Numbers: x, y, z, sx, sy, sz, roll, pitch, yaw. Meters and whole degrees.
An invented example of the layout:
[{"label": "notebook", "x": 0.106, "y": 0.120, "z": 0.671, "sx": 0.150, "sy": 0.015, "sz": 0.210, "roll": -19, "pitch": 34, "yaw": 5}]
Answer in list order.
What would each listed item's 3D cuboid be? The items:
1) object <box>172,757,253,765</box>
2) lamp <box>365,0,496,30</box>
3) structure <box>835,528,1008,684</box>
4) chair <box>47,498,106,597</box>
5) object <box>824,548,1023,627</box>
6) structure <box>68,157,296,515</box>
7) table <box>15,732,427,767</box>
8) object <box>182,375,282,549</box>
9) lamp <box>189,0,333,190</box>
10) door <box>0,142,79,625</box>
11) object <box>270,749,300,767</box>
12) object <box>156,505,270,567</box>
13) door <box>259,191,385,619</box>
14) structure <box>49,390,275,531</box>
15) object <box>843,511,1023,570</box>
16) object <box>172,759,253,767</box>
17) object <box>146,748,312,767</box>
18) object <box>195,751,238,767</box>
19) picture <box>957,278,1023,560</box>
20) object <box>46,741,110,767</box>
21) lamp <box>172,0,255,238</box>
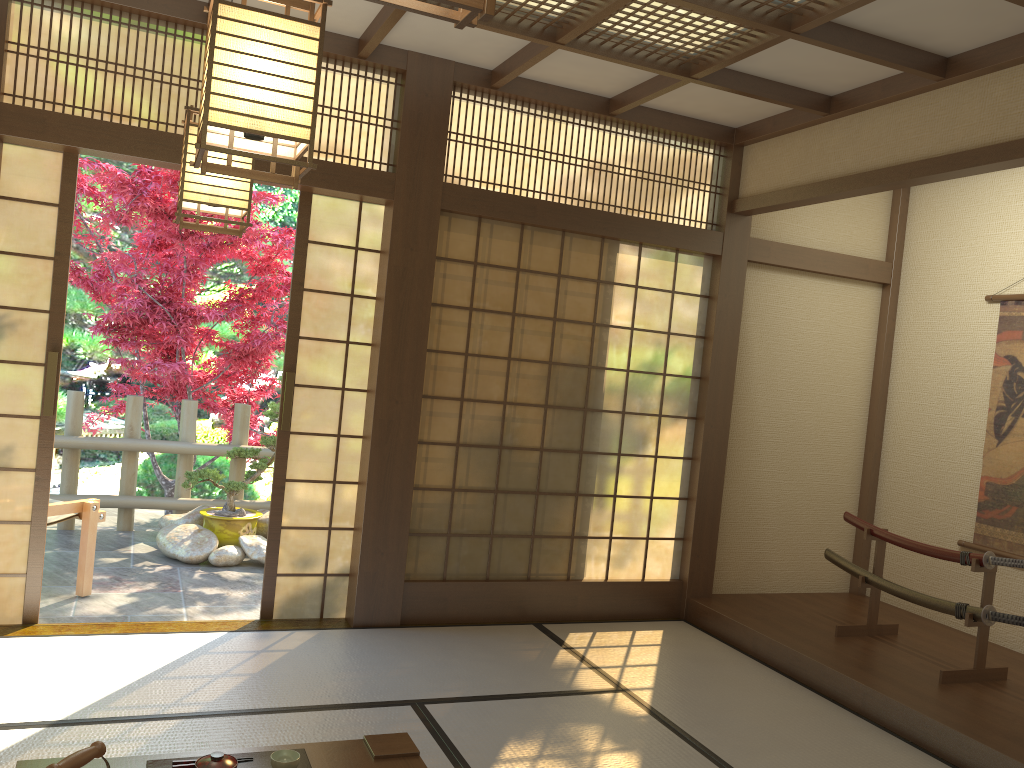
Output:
[{"label": "object", "x": -0.772, "y": 0.972, "z": 2.293, "sx": 0.200, "sy": 0.008, "sz": 0.008, "roll": 5, "pitch": 1, "yaw": -22}, {"label": "lamp", "x": -0.056, "y": -0.924, "z": 0.810, "sx": 0.240, "sy": 1.129, "sz": 0.240, "roll": 5, "pitch": 1, "yaw": -23}, {"label": "structure", "x": 2.144, "y": 1.127, "z": 4.627, "sx": 0.446, "sy": 0.604, "sz": 0.712, "roll": 5, "pitch": 1, "yaw": -23}, {"label": "chair", "x": -2.799, "y": 0.862, "z": 4.911, "sx": 0.698, "sy": 0.598, "sz": 0.704, "roll": 6, "pitch": 1, "yaw": 24}, {"label": "object", "x": 2.118, "y": 1.076, "z": 4.591, "sx": 0.100, "sy": 0.144, "sz": 1.369, "roll": 5, "pitch": 1, "yaw": -22}, {"label": "structure", "x": -3.039, "y": -0.786, "z": 7.484, "sx": 3.412, "sy": 4.004, "sz": 3.045, "roll": 6, "pitch": 1, "yaw": 10}, {"label": "table", "x": -0.588, "y": 1.176, "z": 1.929, "sx": 1.000, "sy": 0.350, "sz": 1.000, "roll": 5, "pitch": 1, "yaw": -23}, {"label": "object", "x": -1.824, "y": 0.546, "z": 6.489, "sx": 1.032, "sy": 1.362, "sz": 0.586, "roll": 6, "pitch": 1, "yaw": 3}, {"label": "lamp", "x": -0.504, "y": -0.994, "z": 1.883, "sx": 0.240, "sy": 1.129, "sz": 0.240, "roll": 5, "pitch": 1, "yaw": -23}, {"label": "door", "x": -3.011, "y": -0.037, "z": 3.815, "sx": 1.894, "sy": 2.380, "sz": 0.073, "roll": 5, "pitch": 1, "yaw": -23}, {"label": "object", "x": -0.578, "y": 0.970, "z": 2.253, "sx": 0.074, "sy": 0.052, "sz": 0.073, "roll": 6, "pitch": 1, "yaw": 20}, {"label": "object", "x": -1.925, "y": 1.091, "z": 6.469, "sx": 1.260, "sy": 0.276, "sz": 1.147, "roll": 5, "pitch": 2, "yaw": -27}, {"label": "door", "x": -0.329, "y": 0.205, "z": 4.950, "sx": 1.894, "sy": 2.380, "sz": 0.073, "roll": 5, "pitch": 1, "yaw": -23}, {"label": "structure", "x": -2.130, "y": 0.713, "z": 7.061, "sx": 7.456, "sy": 1.136, "sz": 0.245, "roll": 5, "pitch": 1, "yaw": -23}, {"label": "object", "x": 2.150, "y": 0.827, "z": 4.563, "sx": 0.086, "sy": 0.121, "sz": 1.186, "roll": 5, "pitch": 1, "yaw": -22}, {"label": "object", "x": -0.766, "y": 0.973, "z": 2.276, "sx": 0.200, "sy": 0.008, "sz": 0.008, "roll": 5, "pitch": 2, "yaw": -27}, {"label": "object", "x": -0.692, "y": 0.989, "z": 2.204, "sx": 0.400, "sy": 0.007, "sz": 0.300, "roll": 5, "pitch": 1, "yaw": -23}, {"label": "object", "x": -0.721, "y": 0.941, "z": 2.158, "sx": 0.100, "sy": 0.080, "sz": 0.100, "roll": 5, "pitch": 1, "yaw": -23}, {"label": "picture", "x": 2.944, "y": 0.140, "z": 4.849, "sx": 0.038, "sy": 1.725, "sz": 0.952, "roll": 5, "pitch": 1, "yaw": -23}, {"label": "object", "x": -0.830, "y": 0.843, "z": 1.682, "sx": 0.219, "sy": 0.296, "sz": 0.226, "roll": 5, "pitch": 2, "yaw": -28}, {"label": "lamp", "x": -0.952, "y": -1.065, "z": 2.956, "sx": 0.240, "sy": 1.129, "sz": 0.240, "roll": 5, "pitch": 1, "yaw": -23}]
